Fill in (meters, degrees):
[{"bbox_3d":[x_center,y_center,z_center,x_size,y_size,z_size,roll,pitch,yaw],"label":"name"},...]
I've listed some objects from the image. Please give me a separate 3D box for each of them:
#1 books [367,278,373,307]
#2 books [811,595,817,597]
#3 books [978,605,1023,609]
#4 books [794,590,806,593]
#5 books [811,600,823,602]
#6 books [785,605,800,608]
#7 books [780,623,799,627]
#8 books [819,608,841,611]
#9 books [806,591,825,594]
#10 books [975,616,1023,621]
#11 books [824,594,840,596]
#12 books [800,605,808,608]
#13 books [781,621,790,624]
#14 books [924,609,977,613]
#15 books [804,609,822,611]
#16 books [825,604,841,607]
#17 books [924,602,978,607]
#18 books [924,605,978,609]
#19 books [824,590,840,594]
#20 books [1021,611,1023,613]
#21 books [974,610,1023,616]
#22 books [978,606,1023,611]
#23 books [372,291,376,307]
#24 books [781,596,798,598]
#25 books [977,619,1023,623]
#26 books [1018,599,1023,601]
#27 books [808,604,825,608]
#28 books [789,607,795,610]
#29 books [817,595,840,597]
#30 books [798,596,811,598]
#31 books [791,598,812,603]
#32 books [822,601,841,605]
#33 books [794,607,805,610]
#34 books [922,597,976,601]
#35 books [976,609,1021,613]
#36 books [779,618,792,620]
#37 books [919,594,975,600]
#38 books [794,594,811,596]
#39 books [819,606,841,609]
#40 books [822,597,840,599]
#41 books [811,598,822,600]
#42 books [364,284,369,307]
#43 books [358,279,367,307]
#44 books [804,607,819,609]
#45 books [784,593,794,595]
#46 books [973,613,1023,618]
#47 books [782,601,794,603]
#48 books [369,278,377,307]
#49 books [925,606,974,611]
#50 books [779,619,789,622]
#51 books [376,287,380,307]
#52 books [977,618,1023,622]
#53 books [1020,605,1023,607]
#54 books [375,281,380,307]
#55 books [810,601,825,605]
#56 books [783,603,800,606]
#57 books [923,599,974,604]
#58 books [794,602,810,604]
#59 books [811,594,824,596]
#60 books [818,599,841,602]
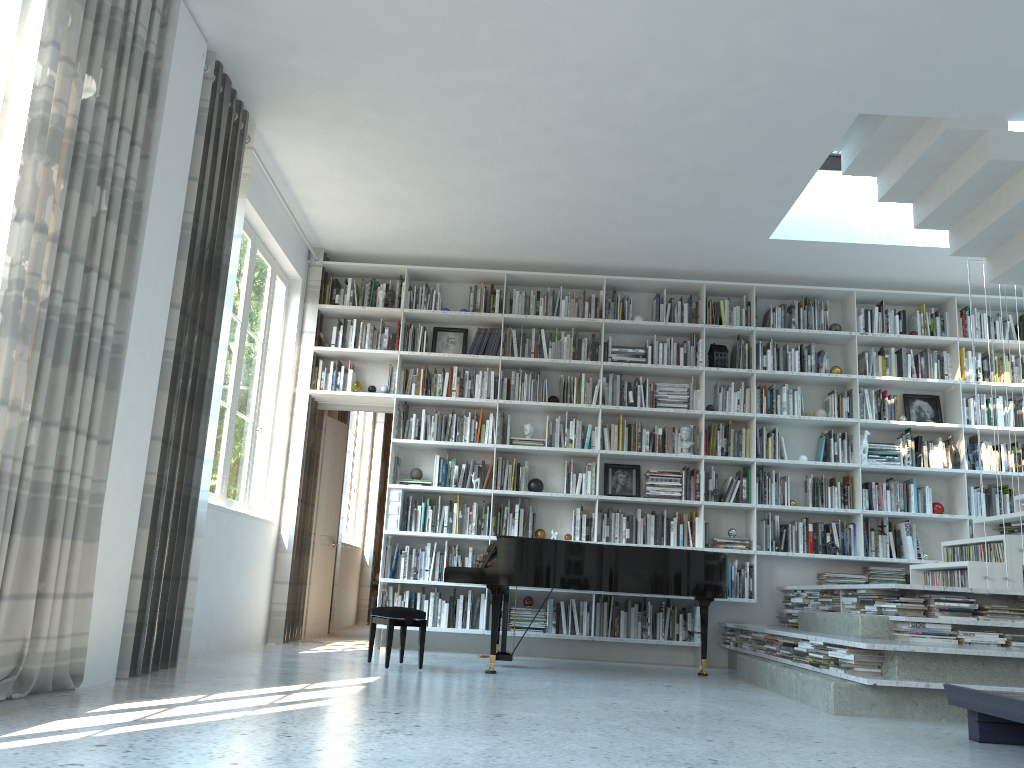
[{"bbox_3d":[-1.223,-0.747,7.644,0.014,0.303,0.146,3,-13,1],"label":"books"},{"bbox_3d":[2.282,1.549,6.457,0.160,0.010,0.180,3,-13,1],"label":"books"},{"bbox_3d":[2.778,1.271,5.063,0.203,0.011,0.173,4,-13,-4],"label":"books"},{"bbox_3d":[2.271,1.585,6.762,0.171,0.020,0.194,4,-13,-4],"label":"books"},{"bbox_3d":[2.285,1.581,6.450,0.150,0.013,0.216,3,-13,1],"label":"books"},{"bbox_3d":[2.273,1.764,7.020,0.163,0.017,0.233,3,-13,3],"label":"books"},{"bbox_3d":[2.230,1.913,7.023,0.163,0.019,0.188,3,-13,0],"label":"books"},{"bbox_3d":[2.256,1.568,6.157,0.182,0.011,0.254,2,-13,5],"label":"books"},{"bbox_3d":[2.270,1.523,6.463,0.165,0.015,0.243,4,-13,-4],"label":"books"},{"bbox_3d":[2.774,1.339,5.069,0.293,0.014,0.134,4,-13,-2],"label":"books"},{"bbox_3d":[2.292,1.474,6.178,0.128,0.013,0.297,3,-13,-1],"label":"books"},{"bbox_3d":[2.288,1.694,6.737,0.131,0.021,0.241,3,-13,3],"label":"books"},{"bbox_3d":[2.241,1.893,7.027,0.147,0.014,0.293,3,-13,1],"label":"books"},{"bbox_3d":[2.496,1.294,5.057,0.215,0.013,0.189,3,-13,0],"label":"books"},{"bbox_3d":[2.262,1.643,6.436,0.183,0.012,0.297,3,-13,0],"label":"books"},{"bbox_3d":[2.287,1.542,6.163,0.138,0.017,0.238,3,-13,0],"label":"books"},{"bbox_3d":[2.498,1.258,5.057,0.230,0.015,0.190,2,-13,6],"label":"books"},{"bbox_3d":[2.497,1.274,5.075,0.260,0.009,0.153,2,-13,4],"label":"books"},{"bbox_3d":[2.282,1.453,6.183,0.139,0.028,0.262,2,-13,6],"label":"books"},{"bbox_3d":[3.075,1.299,5.060,0.284,0.030,0.177,3,-13,2],"label":"books"},{"bbox_3d":[2.776,1.303,5.045,0.273,0.014,0.188,4,-13,-4],"label":"books"},{"bbox_3d":[2.777,1.284,5.067,0.245,0.013,0.173,3,-13,0],"label":"books"},{"bbox_3d":[-1.178,-0.688,7.631,0.024,0.187,0.160,3,-13,1],"label":"books"},{"bbox_3d":[2.266,1.693,7.036,0.171,0.015,0.253,4,-13,-4],"label":"books"},{"bbox_3d":[2.773,1.350,5.046,0.291,0.007,0.174,2,-13,4],"label":"books"},{"bbox_3d":[3.079,1.240,5.062,0.285,0.013,0.181,4,-13,-4],"label":"books"},{"bbox_3d":[2.268,1.615,6.442,0.164,0.023,0.242,2,-13,5],"label":"books"},{"bbox_3d":[2.286,1.780,7.017,0.134,0.014,0.181,4,-13,-2],"label":"books"},{"bbox_3d":[2.265,1.483,6.176,0.187,0.009,0.261,3,-13,0],"label":"books"},{"bbox_3d":[2.279,1.625,6.753,0.143,0.012,0.264,2,-13,6],"label":"books"},{"bbox_3d":[2.260,1.651,6.747,0.189,0.030,0.238,4,-13,-2],"label":"books"},{"bbox_3d":[2.276,1.525,6.167,0.159,0.018,0.203,3,-13,-1],"label":"books"},{"bbox_3d":[2.268,1.711,6.733,0.173,0.016,0.233,3,-13,0],"label":"books"},{"bbox_3d":[2.500,1.233,5.080,0.228,0.009,0.159,4,-13,-3],"label":"books"},{"bbox_3d":[2.777,1.297,5.070,0.179,0.010,0.160,3,-13,3],"label":"books"},{"bbox_3d":[2.234,1.868,7.033,0.159,0.012,0.279,3,-13,0],"label":"books"},{"bbox_3d":[2.501,1.225,5.103,0.261,0.016,0.129,3,-13,0],"label":"books"},{"bbox_3d":[2.279,1.610,6.756,0.163,0.018,0.290,3,-13,0],"label":"books"},{"bbox_3d":[2.264,1.556,6.160,0.178,0.014,0.248,3,-13,-1],"label":"books"},{"bbox_3d":[2.271,1.494,6.174,0.161,0.012,0.255,2,-13,5],"label":"books"},{"bbox_3d":[2.283,1.568,6.453,0.144,0.013,0.221,2,-13,4],"label":"books"},{"bbox_3d":[-1.246,-0.722,7.653,0.030,0.257,0.130,3,-13,1],"label":"books"},{"bbox_3d":[-1.280,-0.741,7.639,0.039,0.282,0.182,3,-13,1],"label":"books"},{"bbox_3d":[2.258,1.631,6.439,0.190,0.012,0.235,3,-13,-1],"label":"books"},{"bbox_3d":[2.278,1.673,7.041,0.159,0.011,0.246,4,-13,-2],"label":"books"},{"bbox_3d":[2.775,1.321,5.057,0.214,0.015,0.177,3,-13,2],"label":"books"},{"bbox_3d":[2.270,1.733,7.027,0.179,0.012,0.262,3,-13,1],"label":"books"},{"bbox_3d":[-1.201,-0.749,7.655,0.029,0.314,0.129,3,-13,1],"label":"books"},{"bbox_3d":[2.497,1.284,5.070,0.210,0.012,0.168,3,-13,2],"label":"books"},{"bbox_3d":[2.230,1.880,7.030,0.170,0.012,0.215,3,-13,1],"label":"books"},{"bbox_3d":[-1.142,-0.704,7.640,0.021,0.226,0.157,3,-13,1],"label":"books"},{"bbox_3d":[2.774,1.344,5.047,0.287,0.005,0.165,2,-13,6],"label":"books"},{"bbox_3d":[3.077,1.276,5.057,0.261,0.012,0.180,2,-13,5],"label":"books"},{"bbox_3d":[-1.158,-0.728,7.647,0.013,0.274,0.159,3,-13,1],"label":"books"},{"bbox_3d":[2.280,1.596,6.447,0.154,0.018,0.221,3,-13,0],"label":"books"},{"bbox_3d":[2.265,1.747,7.024,0.175,0.017,0.266,2,-13,4],"label":"books"},{"bbox_3d":[2.499,1.247,5.085,0.221,0.018,0.154,3,-13,2],"label":"books"},{"bbox_3d":[2.273,1.670,6.743,0.163,0.008,0.295,3,-13,-1],"label":"books"},{"bbox_3d":[2.282,1.538,6.459,0.149,0.013,0.220,2,-13,4],"label":"books"},{"bbox_3d":[2.268,1.508,6.171,0.179,0.017,0.293,3,-13,2],"label":"books"}]
